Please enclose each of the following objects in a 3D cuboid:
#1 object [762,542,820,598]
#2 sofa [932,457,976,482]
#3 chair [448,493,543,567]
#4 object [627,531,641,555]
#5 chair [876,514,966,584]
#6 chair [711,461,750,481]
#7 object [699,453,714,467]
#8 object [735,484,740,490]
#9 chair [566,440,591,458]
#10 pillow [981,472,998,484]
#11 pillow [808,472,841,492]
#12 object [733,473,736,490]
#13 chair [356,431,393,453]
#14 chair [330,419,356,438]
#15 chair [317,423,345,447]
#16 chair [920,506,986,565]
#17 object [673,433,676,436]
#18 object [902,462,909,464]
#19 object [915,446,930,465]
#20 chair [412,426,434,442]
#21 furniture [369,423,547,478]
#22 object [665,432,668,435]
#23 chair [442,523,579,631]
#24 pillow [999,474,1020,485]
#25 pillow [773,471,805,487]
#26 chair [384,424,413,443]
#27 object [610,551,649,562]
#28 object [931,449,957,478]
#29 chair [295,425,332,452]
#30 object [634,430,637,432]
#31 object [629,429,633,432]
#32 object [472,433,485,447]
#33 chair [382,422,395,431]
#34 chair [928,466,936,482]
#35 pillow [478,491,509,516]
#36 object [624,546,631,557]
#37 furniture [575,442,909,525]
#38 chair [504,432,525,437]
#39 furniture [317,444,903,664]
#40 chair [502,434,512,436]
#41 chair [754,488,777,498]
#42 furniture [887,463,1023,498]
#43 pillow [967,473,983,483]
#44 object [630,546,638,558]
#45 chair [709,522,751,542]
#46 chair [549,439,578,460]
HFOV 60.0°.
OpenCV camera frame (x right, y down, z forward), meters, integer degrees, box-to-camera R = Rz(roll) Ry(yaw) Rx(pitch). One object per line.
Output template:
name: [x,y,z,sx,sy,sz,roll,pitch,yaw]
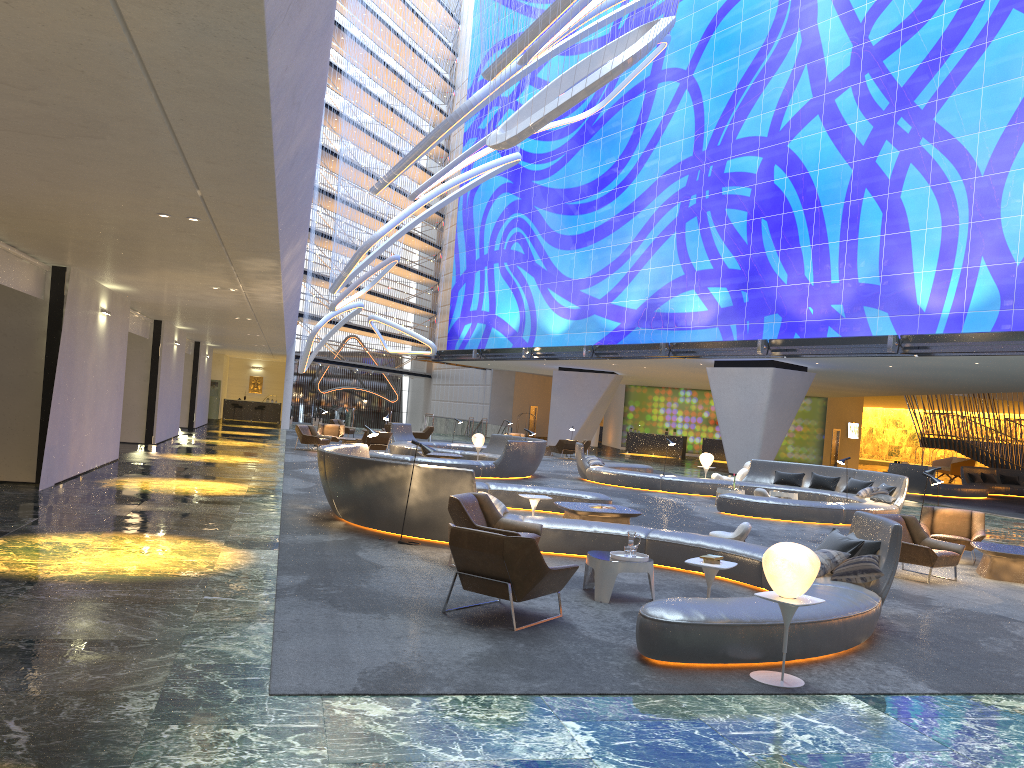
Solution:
object: [1.952,1.310,6.222,0.367,0.387,0.317,5,-1,-32]
sofa: [21.322,4.120,42.910,1.062,1.180,3.419,4,-1,12]
chair: [-0.202,1.659,9.922,0.938,0.767,0.930,4,-1,19]
object: [1.183,1.583,8.737,0.131,0.252,0.103,5,0,-31]
chair: [5.273,2.146,11.597,0.930,0.767,0.937,5,-1,-36]
chair: [5.974,2.490,23.794,1.157,0.882,0.729,5,0,5]
object: [5.363,2.091,24.438,0.367,0.387,0.317,5,-1,-32]
object: [4.948,2.260,19.466,0.071,0.118,0.151,5,-1,-4]
chair: [2.683,2.632,36.083,0.939,0.767,0.929,5,-1,-6]
pillow: [18.069,3.569,33.601,0.760,0.417,0.281,5,0,-21]
pillow: [7.586,2.386,21.568,0.758,0.417,0.282,3,-1,44]
object: [4.860,2.130,19.347,0.076,0.356,0.066,5,0,43]
chair: [-4.205,1.824,27.118,0.930,0.767,0.938,5,-1,-31]
chair: [-7.044,1.870,36.773,0.938,0.767,0.930,4,-1,10]
chair: [-6.117,1.749,29.866,0.930,0.767,0.938,5,-1,-8]
chair: [6.757,2.323,13.651,0.928,0.767,0.940,4,-1,27]
object: [8.312,2.561,45.323,0.150,0.145,0.150,4,-1,19]
object: [14.545,3.065,32.777,0.318,0.387,0.367,5,-1,-7]
object: [21.336,3.961,46.061,0.475,1.664,1.207,5,0,41]
chair: [-3.840,2.154,37.723,0.939,0.767,0.929,5,-1,-12]
furniture: [-1.562,1.879,26.238,5.184,0.969,9.931,5,-2,3]
object: [7.925,2.533,45.448,0.150,0.145,0.150,4,-1,19]
chair: [-0.045,1.605,7.573,0.928,0.767,0.940,4,-1,36]
pillow: [18.976,3.651,33.774,0.784,0.386,0.315,5,0,2]
pillow: [6.872,2.365,22.037,0.768,0.369,0.295,4,-1,30]
chair: [-4.657,2.038,35.937,0.928,0.767,0.940,4,-1,38]
object: [1.150,1.690,8.691,0.381,0.038,0.381,5,-2,-22]
object: [22.390,4.042,45.937,1.205,1.664,0.476,5,0,-4]
chair: [-6.152,1.674,27.330,0.938,0.767,0.930,4,-1,19]
object: [6.420,2.448,46.085,0.107,0.108,0.111,4,-1,20]
object: [6.191,2.412,46.172,0.149,0.150,0.149,4,-1,20]
object: [-0.968,1.609,25.381,0.367,0.387,0.318,5,0,-7]
chair: [-5.133,2.082,38.848,0.929,0.767,0.939,4,-1,13]
chair: [15.369,3.508,33.088,0.728,0.882,1.158,4,-1,30]
pillow: [-0.370,1.507,11.272,0.876,0.262,0.693,3,-2,38]
object: [1.118,1.641,8.597,0.071,0.118,0.071,5,0,-32]
furniture: [5.231,2.306,22.101,5.190,0.969,9.920,5,-2,-22]
chair: [0.117,2.458,37.243,0.930,0.767,0.938,5,-1,-8]
furniture: [0.355,1.606,11.218,5.189,0.969,9.922,5,-2,-17]
chair: [0.082,2.384,34.706,0.938,0.767,0.930,4,-1,19]
chair: [5.859,2.552,19.600,0.585,0.501,1.787,4,-2,40]
furniture: [16.593,3.491,31.712,9.925,0.969,5.188,5,-2,3]
pillow: [17.343,3.521,33.151,0.770,0.369,0.295,5,-1,-35]
object: [1.186,1.648,8.641,0.071,0.118,0.071,4,0,44]
chair: [2.975,2.106,12.035,0.586,0.501,0.491,4,-1,20]
chair: [2.029,2.534,34.495,0.930,0.767,0.938,5,-1,-31]
